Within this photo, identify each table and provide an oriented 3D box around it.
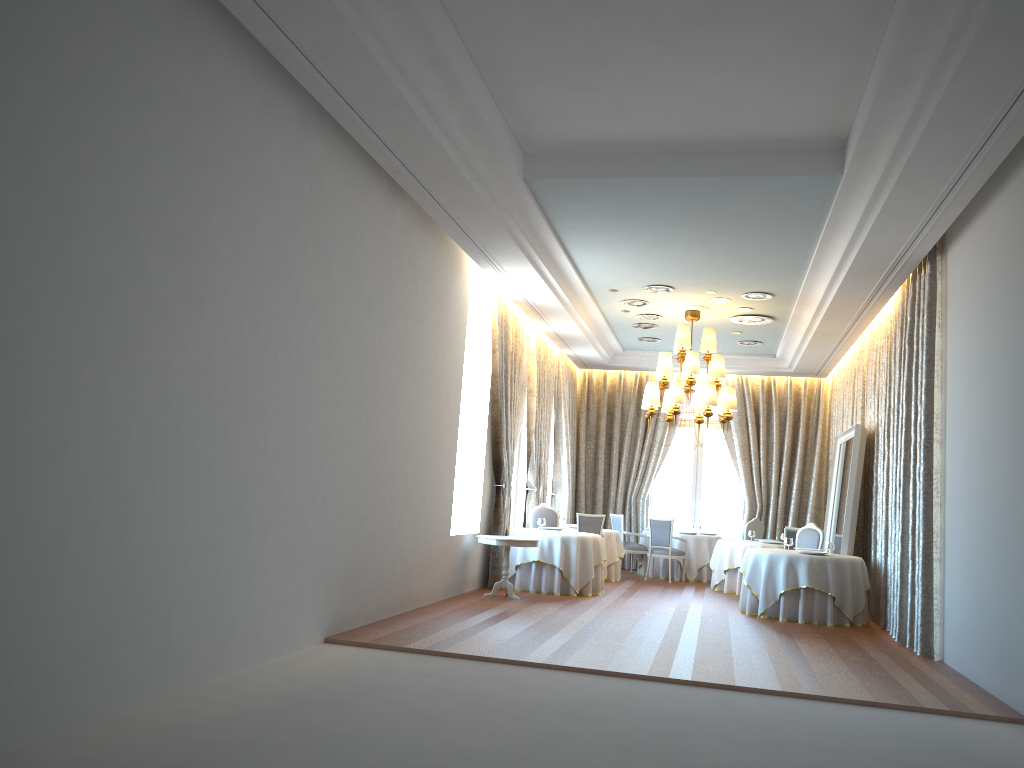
[{"bbox_3d":[3.223,3.283,16.875,1.667,0.890,1.663,0,-8,32],"label":"table"},{"bbox_3d":[-0.072,2.402,11.537,0.761,0.801,0.760,10,-9,-37],"label":"table"},{"bbox_3d":[0.547,2.598,12.981,1.663,0.890,1.667,4,-7,2],"label":"table"},{"bbox_3d":[3.858,2.679,11.745,1.663,0.890,1.667,4,-7,2],"label":"table"},{"bbox_3d":[1.140,2.962,15.526,1.667,0.890,1.663,3,-7,7],"label":"table"},{"bbox_3d":[4.172,3.087,14.791,1.663,0.890,1.667,0,-8,27],"label":"table"}]

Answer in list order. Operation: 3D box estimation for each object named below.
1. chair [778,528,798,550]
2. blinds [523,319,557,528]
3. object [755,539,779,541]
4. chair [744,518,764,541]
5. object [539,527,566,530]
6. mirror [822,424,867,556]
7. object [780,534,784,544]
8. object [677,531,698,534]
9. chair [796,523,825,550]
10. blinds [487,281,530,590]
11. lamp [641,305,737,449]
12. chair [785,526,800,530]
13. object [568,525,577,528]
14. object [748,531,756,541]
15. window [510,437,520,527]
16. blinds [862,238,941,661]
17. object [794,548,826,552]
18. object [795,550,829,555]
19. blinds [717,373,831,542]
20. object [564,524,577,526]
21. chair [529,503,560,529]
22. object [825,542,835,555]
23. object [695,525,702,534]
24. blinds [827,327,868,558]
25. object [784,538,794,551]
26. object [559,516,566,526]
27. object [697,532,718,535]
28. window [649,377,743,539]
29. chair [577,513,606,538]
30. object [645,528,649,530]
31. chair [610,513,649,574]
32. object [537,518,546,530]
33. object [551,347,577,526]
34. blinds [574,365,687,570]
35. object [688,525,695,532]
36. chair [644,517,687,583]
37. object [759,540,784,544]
[{"bbox_3d":[4.267,2.805,13.809,0.650,1.108,0.629,6,-7,-16],"label":"chair"},{"bbox_3d":[0.521,0.895,15.424,0.335,4.969,2.257,2,-7,13],"label":"blinds"},{"bbox_3d":[4.380,2.692,15.253,0.419,0.036,0.419,3,-7,12],"label":"object"},{"bbox_3d":[4.180,3.045,16.205,0.563,1.233,0.690,9,-9,-36],"label":"chair"},{"bbox_3d":[0.604,2.193,13.449,0.419,0.036,0.419,3,-7,12],"label":"object"},{"bbox_3d":[4.860,1.971,13.136,0.385,2.564,2.251,2,-7,13],"label":"mirror"},{"bbox_3d":[4.504,2.561,14.661,0.128,0.165,0.128,2,-7,13],"label":"object"},{"bbox_3d":[3.271,2.768,16.484,0.419,0.036,0.419,3,-7,12],"label":"object"},{"bbox_3d":[4.029,2.586,12.663,0.690,1.233,0.563,8,-8,-26],"label":"chair"},{"bbox_3d":[-0.048,0.553,13.057,0.315,4.930,2.204,2,-7,13],"label":"blinds"},{"bbox_3d":[2.678,-0.103,13.367,1.373,2.121,1.373,10,-9,-39],"label":"lamp"},{"bbox_3d":[5.018,3.114,15.824,0.650,1.108,0.629,-1,-9,33],"label":"chair"},{"bbox_3d":[1.132,2.442,15.122,0.419,0.036,0.419,3,-7,12],"label":"object"},{"bbox_3d":[4.099,2.594,15.152,0.128,0.165,0.128,2,-7,13],"label":"object"},{"bbox_3d":[-0.035,0.677,14.292,0.259,3.306,1.882,2,-7,13],"label":"window"},{"bbox_3d":[4.760,0.635,11.102,0.238,4.819,4.439,2,-7,13],"label":"blinds"},{"bbox_3d":[4.090,2.283,12.186,0.419,0.036,0.419,3,-7,12],"label":"object"},{"bbox_3d":[3.846,2.161,11.357,0.419,0.036,0.419,3,-7,12],"label":"object"},{"bbox_3d":[5.111,1.504,17.630,2.476,4.901,0.386,2,-7,13],"label":"blinds"},{"bbox_3d":[1.136,2.559,16.047,0.419,0.036,0.419,3,-7,12],"label":"object"},{"bbox_3d":[0.548,2.484,13.837,0.563,1.233,0.690,6,-7,-11],"label":"chair"},{"bbox_3d":[4.139,2.140,11.535,0.128,0.165,0.128,2,-7,13],"label":"object"},{"bbox_3d":[3.609,2.815,17.175,0.128,0.165,0.128,2,-7,13],"label":"object"},{"bbox_3d":[5.731,1.239,15.322,0.238,4.819,4.439,2,-7,13],"label":"blinds"},{"bbox_3d":[3.773,2.185,12.098,0.128,0.165,0.128,-3,-10,43],"label":"object"},{"bbox_3d":[0.897,2.455,15.868,0.128,0.165,0.128,2,-7,13],"label":"object"},{"bbox_3d":[3.728,2.849,16.863,0.419,0.036,0.419,3,-7,12],"label":"object"},{"bbox_3d":[3.851,1.470,18.355,1.881,3.306,0.196,2,-7,13],"label":"window"},{"bbox_3d":[1.172,2.665,14.457,0.650,1.108,0.629,6,-7,-11],"label":"chair"},{"bbox_3d":[2.743,2.783,16.906,0.419,0.036,0.419,3,-7,12],"label":"object"},{"bbox_3d":[2.198,3.022,16.699,0.629,1.108,0.650,7,-8,-21],"label":"chair"},{"bbox_3d":[0.441,2.082,13.179,0.128,0.165,0.128,5,-7,-4],"label":"object"},{"bbox_3d":[1.065,1.245,17.516,0.386,4.901,2.121,2,-7,13],"label":"object"},{"bbox_3d":[2.316,1.387,18.295,2.535,4.901,0.386,2,-7,13],"label":"blinds"},{"bbox_3d":[3.399,2.751,16.792,0.128,0.165,0.128,2,-7,13],"label":"object"},{"bbox_3d":[2.722,2.949,15.826,0.650,1.108,0.629,0,-8,28],"label":"chair"},{"bbox_3d":[4.235,2.580,14.454,0.419,0.036,0.419,3,-7,12],"label":"object"}]
